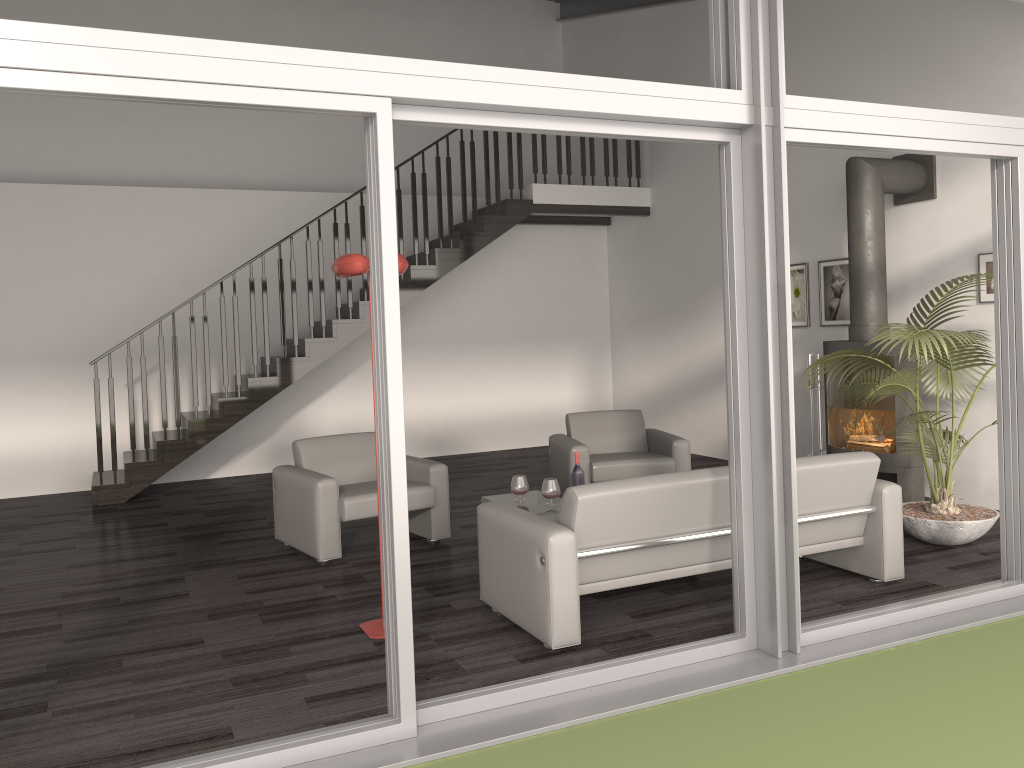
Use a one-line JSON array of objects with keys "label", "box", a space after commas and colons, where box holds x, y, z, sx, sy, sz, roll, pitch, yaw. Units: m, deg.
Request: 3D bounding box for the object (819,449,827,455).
[{"label": "object", "box": [2.617, 0.275, 7.340, 0.145, 1.051, 0.075, -2, 1, 27]}]

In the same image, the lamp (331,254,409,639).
[{"label": "lamp", "box": [-0.646, 0.282, 4.239, 0.353, 1.787, 0.365, -3, 1, -24]}]

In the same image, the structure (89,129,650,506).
[{"label": "structure", "box": [-1.107, -1.166, 9.552, 6.347, 4.091, 1.000, -3, 2, -24]}]

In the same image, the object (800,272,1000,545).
[{"label": "object", "box": [2.541, 0.150, 5.575, 2.121, 1.665, 1.719, -4, 3, -30]}]

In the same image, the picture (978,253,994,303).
[{"label": "picture", "box": [3.424, -0.753, 6.251, 0.015, 0.352, 0.288, -3, 2, -24]}]

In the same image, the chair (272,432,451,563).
[{"label": "chair", "box": [-1.024, 0.730, 6.045, 0.964, 0.717, 0.910, -4, 3, -34]}]

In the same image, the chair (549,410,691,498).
[{"label": "chair", "box": [0.844, 0.599, 7.056, 0.963, 0.717, 0.911, -3, 3, -9]}]

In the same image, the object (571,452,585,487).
[{"label": "object", "box": [0.421, 0.621, 5.669, 0.093, 0.370, 0.093, -3, 1, -25]}]

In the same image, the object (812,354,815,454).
[{"label": "object", "box": [2.530, 0.234, 7.492, 0.116, 0.982, 0.042, -1, 2, 41]}]

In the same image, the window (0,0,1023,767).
[{"label": "window", "box": [-0.436, -0.493, 3.055, 9.752, 3.469, 0.385, -4, 2, -24]}]

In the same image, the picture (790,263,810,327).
[{"label": "picture", "box": [2.577, -0.807, 8.125, 0.026, 0.577, 0.394, -3, 2, -24]}]

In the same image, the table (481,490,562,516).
[{"label": "table", "box": [0.131, 0.899, 5.489, 0.400, 0.341, 0.680, -3, 3, -24]}]

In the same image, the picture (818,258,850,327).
[{"label": "picture", "box": [2.798, -0.786, 7.637, 0.026, 0.577, 0.394, -3, 2, -24]}]

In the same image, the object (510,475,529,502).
[{"label": "object", "box": [0.048, 0.650, 5.538, 0.116, 0.155, 0.116, -3, 2, -16]}]

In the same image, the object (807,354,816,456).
[{"label": "object", "box": [2.471, 0.264, 7.342, 0.078, 1.019, 0.167, -2, 1, 27]}]

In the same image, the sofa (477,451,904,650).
[{"label": "sofa", "box": [0.930, 0.740, 4.638, 2.116, 0.717, 0.902, -4, 3, -24]}]

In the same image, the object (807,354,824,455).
[{"label": "object", "box": [2.580, 0.308, 7.413, 0.400, 1.125, 0.401, -1, 2, 25]}]

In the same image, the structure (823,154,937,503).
[{"label": "structure", "box": [3.008, -0.447, 6.819, 1.117, 2.672, 0.818, -3, 2, -24]}]

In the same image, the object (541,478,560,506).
[{"label": "object", "box": [0.236, 0.653, 5.371, 0.116, 0.155, 0.116, -3, 2, -34]}]
